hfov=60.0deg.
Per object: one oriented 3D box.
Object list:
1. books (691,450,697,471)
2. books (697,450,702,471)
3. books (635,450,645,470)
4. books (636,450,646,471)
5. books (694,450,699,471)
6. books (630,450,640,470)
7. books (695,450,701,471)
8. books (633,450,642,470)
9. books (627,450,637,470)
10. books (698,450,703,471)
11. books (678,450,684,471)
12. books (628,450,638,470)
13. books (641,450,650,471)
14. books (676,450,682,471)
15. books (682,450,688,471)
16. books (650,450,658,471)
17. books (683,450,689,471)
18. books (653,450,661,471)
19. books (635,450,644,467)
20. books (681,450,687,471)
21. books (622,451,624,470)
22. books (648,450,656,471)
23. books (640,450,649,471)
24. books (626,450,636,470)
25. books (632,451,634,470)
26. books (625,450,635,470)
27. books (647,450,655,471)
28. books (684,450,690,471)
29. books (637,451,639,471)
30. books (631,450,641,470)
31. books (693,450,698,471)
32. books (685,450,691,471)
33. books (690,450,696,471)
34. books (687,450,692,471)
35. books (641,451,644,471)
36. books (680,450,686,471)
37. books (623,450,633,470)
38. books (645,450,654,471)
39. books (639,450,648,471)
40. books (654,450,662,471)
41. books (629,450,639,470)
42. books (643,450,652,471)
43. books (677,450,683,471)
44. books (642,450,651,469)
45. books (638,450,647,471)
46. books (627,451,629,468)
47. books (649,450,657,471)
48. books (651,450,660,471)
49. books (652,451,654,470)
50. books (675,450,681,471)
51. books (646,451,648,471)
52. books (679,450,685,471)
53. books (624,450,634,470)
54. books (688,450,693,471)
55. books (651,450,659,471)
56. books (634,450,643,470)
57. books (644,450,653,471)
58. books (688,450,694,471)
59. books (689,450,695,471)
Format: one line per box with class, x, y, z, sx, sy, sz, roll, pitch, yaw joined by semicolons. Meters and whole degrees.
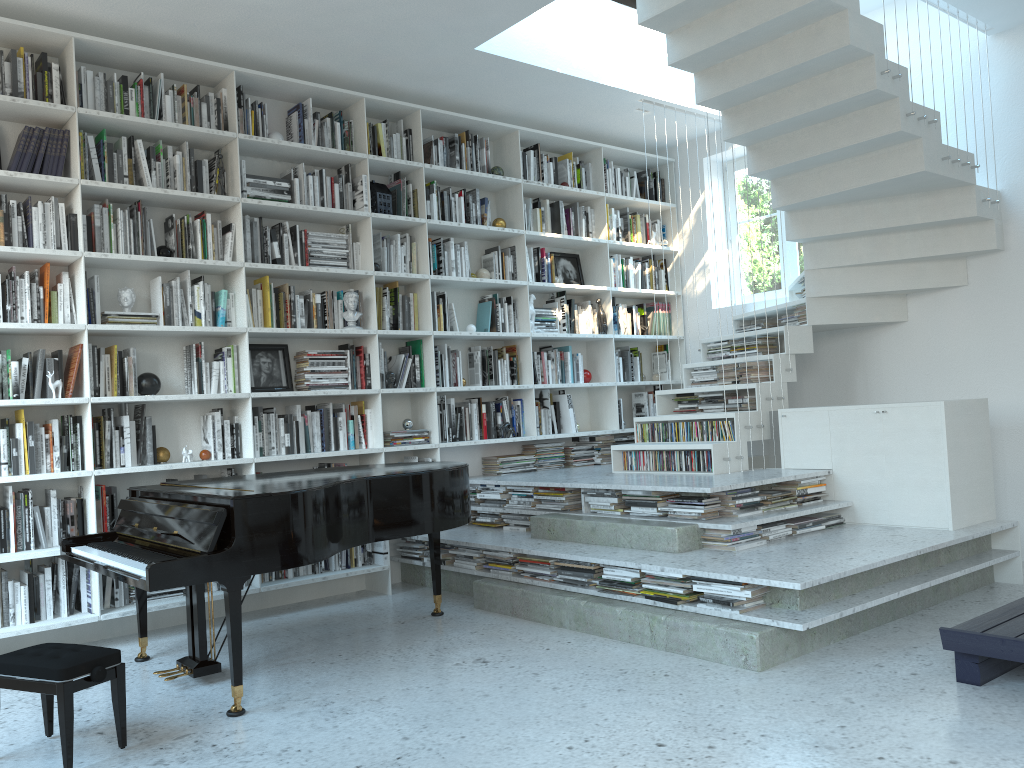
books;1.152;0.471;5.463;0.125;0.125;0.008;-2;-2;-39
books;1.176;0.468;5.433;0.125;0.125;0.012;-2;-2;-39
books;0.859;0.500;5.823;0.125;0.125;0.008;-2;-2;-39
books;0.864;0.500;5.817;0.125;0.125;0.008;-2;-2;-39
books;1.165;0.469;5.448;0.125;0.125;0.010;-2;-2;-39
books;0.829;0.503;5.860;0.125;0.125;0.010;-2;-2;-39
books;1.170;0.469;5.441;0.125;0.125;0.008;-2;-2;-39
books;0.845;0.502;5.841;0.125;0.125;0.009;-2;-2;-39
books;0.810;0.505;5.884;0.125;0.125;0.007;-2;-2;-39
books;1.183;0.468;5.424;0.125;0.125;0.010;-2;-2;-39
books;1.084;0.478;5.547;0.125;0.125;0.007;-2;-2;-39
books;0.819;0.504;5.872;0.125;0.125;0.008;-2;-2;-39
books;0.889;0.497;5.787;0.125;0.125;0.007;-2;-2;-39
books;1.074;0.479;5.559;0.125;0.125;0.008;-2;-2;-39
books;1.105;0.475;5.521;0.125;0.125;0.008;-2;-2;-39
books;0.937;0.493;5.727;0.125;0.125;0.008;-2;-2;-39
books;1.110;0.475;5.515;0.125;0.125;0.008;-2;-2;-39
books;0.957;0.491;5.703;0.125;0.125;0.008;-2;-2;-39
books;0.855;0.501;5.828;0.125;0.125;0.008;-2;-2;-39
books;1.099;0.476;5.528;0.125;0.125;0.011;-2;-2;-39
books;0.784;0.508;5.916;0.125;0.125;0.007;-2;-2;-39
books;0.927;0.494;5.739;0.125;0.125;0.008;-2;-2;-39
books;0.884;0.498;5.793;0.125;0.125;0.007;-2;-2;-39
books;0.805;0.506;5.890;0.125;0.125;0.009;-2;-2;-39
books;0.840;0.502;5.846;0.125;0.125;0.009;-2;-2;-39
books;0.799;0.507;5.897;0.125;0.125;0.010;-2;-2;-39
books;0.922;0.494;5.745;0.125;0.125;0.007;-2;-2;-39
books;1.115;0.474;5.509;0.125;0.125;0.010;-2;-2;-39
books;0.869;0.499;5.811;0.125;0.125;0.008;-2;-2;-39
books;0.835;0.503;5.853;0.125;0.125;0.007;-2;-2;-39
books;1.158;0.470;5.456;0.125;0.125;0.010;-2;-2;-39
books;1.120;0.474;5.502;0.125;0.125;0.012;-2;-2;-39
books;1.147;0.471;5.469;0.125;0.125;0.008;-2;-2;-39
books;1.127;0.473;5.493;0.125;0.125;0.008;-2;-2;-39
books;0.893;0.497;5.781;0.125;0.125;0.008;-2;-2;-39
books;1.095;0.477;5.533;0.125;0.125;0.011;-2;-2;-39
books;0.789;0.508;5.910;0.125;0.125;0.008;-2;-2;-39
books;0.913;0.495;5.757;0.125;0.125;0.009;-2;-2;-39
books;0.879;0.498;5.799;0.125;0.125;0.007;-2;-2;-39
books;0.962;0.490;5.697;0.125;0.125;0.008;-2;-2;-39
books;0.824;0.504;5.866;0.125;0.125;0.008;-2;-2;-39
books;0.902;0.496;5.770;0.125;0.125;0.007;-2;-2;-39
books;1.079;0.478;5.553;0.125;0.125;0.008;-2;-2;-39
books;0.898;0.497;5.776;0.125;0.125;0.008;-2;-2;-39
books;0.874;0.499;5.804;0.125;0.125;0.008;-2;-2;-39
books;0.815;0.505;5.878;0.125;0.125;0.007;-2;-2;-39
books;0.932;0.493;5.733;0.125;0.125;0.009;-2;-2;-39
books;0.947;0.492;5.715;0.125;0.125;0.008;-2;-2;-39
books;0.952;0.491;5.709;0.125;0.125;0.008;-2;-2;-39
books;1.069;0.479;5.565;0.125;0.125;0.008;-2;-2;-39
books;0.918;0.494;5.751;0.125;0.125;0.007;-2;-2;-39
books;1.088;0.477;5.541;0.125;0.125;0.008;-2;-2;-39
books;0.793;0.507;5.904;0.125;0.125;0.008;-2;-2;-39
books;1.133;0.473;5.487;0.125;0.125;0.007;-2;-2;-39
books;0.942;0.492;5.721;0.125;0.125;0.007;-2;-2;-39
books;0.850;0.501;5.834;0.125;0.125;0.007;-2;-2;-39
books;0.907;0.496;5.764;0.125;0.125;0.008;-2;-2;-39
books;1.137;0.472;5.481;0.125;0.125;0.007;-2;-2;-39
books;1.142;0.472;5.475;0.125;0.125;0.007;-2;-2;-39
